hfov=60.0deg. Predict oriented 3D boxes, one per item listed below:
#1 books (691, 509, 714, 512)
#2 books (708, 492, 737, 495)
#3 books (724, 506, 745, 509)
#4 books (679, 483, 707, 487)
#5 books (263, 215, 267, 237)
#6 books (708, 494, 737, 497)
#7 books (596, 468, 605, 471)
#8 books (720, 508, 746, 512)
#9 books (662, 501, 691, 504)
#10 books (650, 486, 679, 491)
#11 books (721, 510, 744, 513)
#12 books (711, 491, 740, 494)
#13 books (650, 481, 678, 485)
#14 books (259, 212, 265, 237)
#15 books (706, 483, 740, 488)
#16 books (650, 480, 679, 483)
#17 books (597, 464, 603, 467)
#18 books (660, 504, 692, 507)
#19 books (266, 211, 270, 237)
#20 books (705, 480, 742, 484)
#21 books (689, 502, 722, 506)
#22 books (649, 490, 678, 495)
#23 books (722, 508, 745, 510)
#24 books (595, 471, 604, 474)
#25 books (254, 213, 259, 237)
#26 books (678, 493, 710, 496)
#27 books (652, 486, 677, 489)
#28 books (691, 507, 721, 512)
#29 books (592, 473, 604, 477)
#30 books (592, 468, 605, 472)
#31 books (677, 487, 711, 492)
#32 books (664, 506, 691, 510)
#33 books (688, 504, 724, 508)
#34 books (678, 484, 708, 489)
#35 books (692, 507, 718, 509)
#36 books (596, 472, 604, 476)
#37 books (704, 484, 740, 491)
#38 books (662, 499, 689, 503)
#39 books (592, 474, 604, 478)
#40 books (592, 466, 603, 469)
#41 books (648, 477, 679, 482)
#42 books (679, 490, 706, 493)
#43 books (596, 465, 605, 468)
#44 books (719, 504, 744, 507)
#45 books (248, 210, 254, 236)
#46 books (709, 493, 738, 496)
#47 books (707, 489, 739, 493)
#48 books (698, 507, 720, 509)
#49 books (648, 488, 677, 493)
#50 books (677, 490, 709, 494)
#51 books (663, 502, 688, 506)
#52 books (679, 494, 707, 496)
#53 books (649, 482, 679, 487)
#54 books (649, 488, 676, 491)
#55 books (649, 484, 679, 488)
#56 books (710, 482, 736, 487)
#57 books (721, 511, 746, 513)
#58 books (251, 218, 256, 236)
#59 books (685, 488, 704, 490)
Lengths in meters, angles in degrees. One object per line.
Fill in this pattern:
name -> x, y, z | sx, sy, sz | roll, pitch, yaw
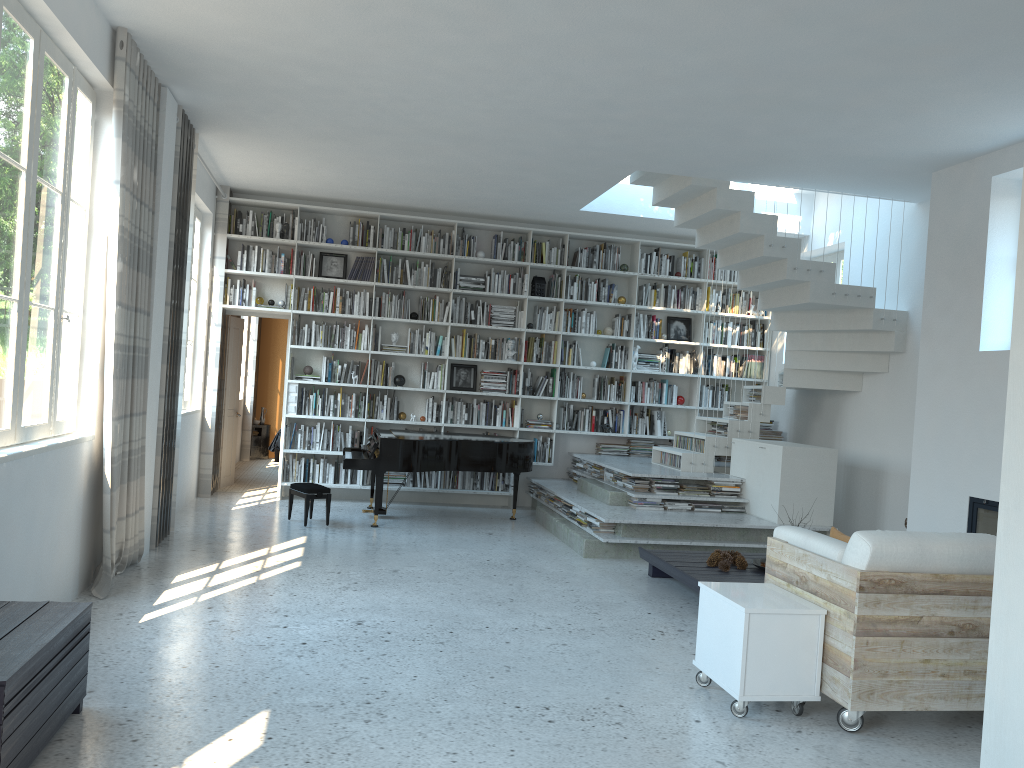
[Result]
books -> 1.765, 1.160, 8.172 | 0.249, 0.009, 0.144 | 4, 0, -12
books -> 1.964, 1.019, 8.325 | 0.262, 0.016, 0.132 | 4, 0, -16
books -> 2.027, 1.136, 8.227 | 0.229, 0.014, 0.133 | 4, 0, -12
books -> 1.678, 0.943, 8.250 | 0.203, 0.011, 0.173 | 4, 0, -16
books -> -2.636, -1.665, 9.480 | 0.030, 0.257, 0.130 | 4, 0, -11
books -> 1.965, 1.041, 8.310 | 0.220, 0.011, 0.177 | 4, 0, -13
books -> 0.966, 0.889, 9.261 | 0.161, 0.012, 0.254 | 4, 0, -7
books -> 2.028, 1.159, 8.218 | 0.234, 0.017, 0.151 | 4, 0, -10
books -> 1.491, 1.079, 8.113 | 0.242, 0.005, 0.152 | 4, 0, -10
books -> 1.402, 0.963, 8.196 | 0.215, 0.013, 0.189 | 4, 0, -12
books -> 2.027, 1.172, 8.216 | 0.179, 0.010, 0.160 | 4, 0, -11
books -> 1.969, 1.007, 8.300 | 0.281, 0.008, 0.181 | 4, 0, -6
books -> 1.402, 0.911, 8.213 | 0.221, 0.018, 0.154 | 4, 0, -10
books -> -2.666, -1.680, 9.455 | 0.039, 0.283, 0.181 | 4, 0, -11
books -> 1.972, 0.953, 8.303 | 0.261, 0.012, 0.179 | 4, 0, -7
books -> 1.404, 0.898, 8.204 | 0.228, 0.009, 0.159 | 4, 0, -15
books -> 0.977, 0.847, 9.262 | 0.139, 0.028, 0.261 | 4, 0, -6
books -> 1.491, 1.106, 8.108 | 0.272, 0.012, 0.158 | 4, 0, -13
books -> -2.610, -1.687, 9.470 | 0.014, 0.304, 0.145 | 4, 0, -11
books -> 1.975, 0.917, 8.299 | 0.285, 0.013, 0.181 | 4, 0, -16
books -> 1.764, 1.102, 8.156 | 0.275, 0.009, 0.176 | 4, 0, -11
books -> 1.398, 1.001, 8.200 | 0.216, 0.015, 0.177 | 4, 0, -13
books -> 2.028, 1.147, 8.222 | 0.225, 0.007, 0.133 | 4, 0, -7
books -> 0.970, 0.921, 9.263 | 0.159, 0.018, 0.203 | 4, 0, -13
books -> -2.711, -1.673, 9.431 | 0.057, 0.262, 0.190 | 4, 0, -11
books -> 1.673, 1.018, 8.251 | 0.287, 0.005, 0.165 | 4, 0, -6
books -> 1.401, 0.951, 8.206 | 0.210, 0.012, 0.168 | 4, 0, -10
books -> 1.770, 1.147, 8.151 | 0.250, 0.018, 0.177 | 4, 0, -8
books -> 0.958, 0.953, 9.261 | 0.178, 0.014, 0.247 | 4, 0, -13
books -> 0.962, 0.903, 9.261 | 0.179, 0.017, 0.293 | 4, 0, -10
books -> 1.678, 0.979, 8.240 | 0.273, 0.014, 0.187 | 4, 0, -16
books -> 1.492, 1.122, 8.097 | 0.232, 0.019, 0.169 | 4, 0, -16
books -> 1.773, 1.116, 8.148 | 0.287, 0.018, 0.190 | 4, 0, -12
books -> 1.676, 0.955, 8.257 | 0.246, 0.013, 0.172 | 4, 0, -12
books -> 1.770, 1.135, 8.157 | 0.254, 0.005, 0.161 | 4, 0, -15
books -> 0.980, 0.939, 9.265 | 0.138, 0.017, 0.237 | 4, 0, -12
books -> 1.969, 0.974, 8.311 | 0.284, 0.030, 0.177 | 4, 0, -10
books -> 1.492, 1.070, 8.115 | 0.220, 0.013, 0.149 | 4, 0, -12
books -> 0.950, 0.965, 9.260 | 0.182, 0.011, 0.253 | 4, 0, -7
books -> 0.960, 0.878, 9.260 | 0.187, 0.009, 0.261 | 4, 0, -12
books -> 1.401, 0.886, 8.225 | 0.261, 0.016, 0.128 | 4, 0, -12
books -> 1.674, 0.993, 8.255 | 0.214, 0.015, 0.177 | 4, 0, -10
books -> 0.987, 0.869, 9.265 | 0.128, 0.013, 0.296 | 4, 0, -13
books -> 2.028, 1.126, 8.227 | 0.215, 0.007, 0.130 | 4, 0, -9
books -> -2.774, -1.687, 9.434 | 0.028, 0.283, 0.189 | 4, 0, -11
books -> 1.964, 1.031, 8.320 | 0.259, 0.009, 0.152 | 4, 0, -14
books -> 1.966, 0.996, 8.320 | 0.268, 0.014, 0.160 | 4, 0, -12
books -> 1.767, 1.129, 8.174 | 0.273, 0.009, 0.129 | 4, 0, -8
books -> 1.397, 0.987, 8.214 | 0.227, 0.013, 0.148 | 4, 0, -13
books -> 1.670, 1.008, 8.271 | 0.293, 0.014, 0.133 | 4, 0, -14
books -> 1.490, 1.091, 8.119 | 0.211, 0.018, 0.134 | 4, 0, -8
books -> 1.673, 1.024, 8.251 | 0.291, 0.007, 0.174 | 4, 0, -8
books -> 1.406, 0.928, 8.188 | 0.230, 0.015, 0.190 | 4, 0, -6
books -> 1.396, 0.975, 8.219 | 0.207, 0.012, 0.131 | 4, 0, -15
books -> 1.401, 0.940, 8.209 | 0.260, 0.009, 0.153 | 4, 0, -8
books -> 1.972, 0.935, 8.310 | 0.192, 0.024, 0.167 | 4, 0, -6
books -> 2.027, 1.180, 8.212 | 0.261, 0.006, 0.151 | 4, 0, -15
books -> -2.747, -1.647, 9.431 | 0.030, 0.206, 0.175 | 4, 0, -11
books -> 1.674, 0.966, 8.262 | 0.179, 0.010, 0.160 | 4, 0, -9
